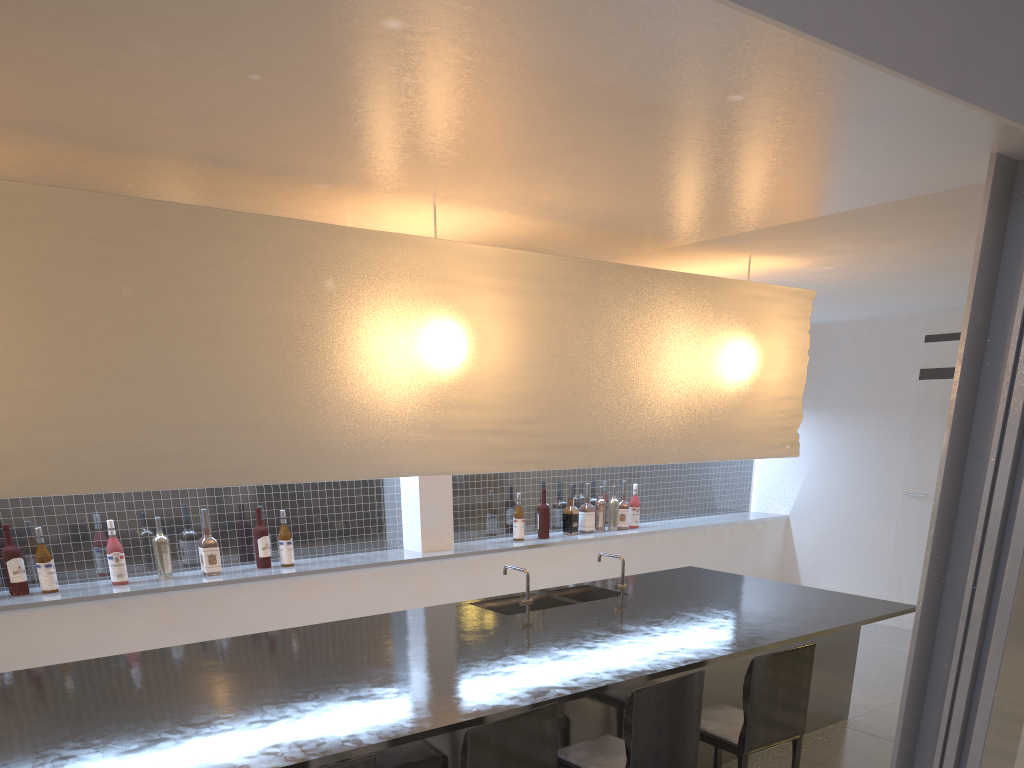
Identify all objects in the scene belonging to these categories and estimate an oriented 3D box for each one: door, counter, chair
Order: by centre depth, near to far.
[{"bbox_3d":[-0.339,0.746,1.257,0.184,0.471,0.227,-12,18,-38],"label":"chair"},{"bbox_3d":[-0.073,0.753,1.455,0.183,0.472,0.228,-14,19,-41],"label":"chair"},{"bbox_3d":[0.211,0.758,1.631,0.184,0.471,0.227,-13,18,-38],"label":"chair"},{"bbox_3d":[0.485,0.764,1.819,0.186,0.471,0.225,-11,17,-34],"label":"chair"},{"bbox_3d":[-0.154,0.792,1.889,2.473,0.403,0.783,1,1,-35],"label":"counter"},{"bbox_3d":[-0.716,0.380,2.147,5.478,1.304,0.439,0,14,-23],"label":"door"},{"bbox_3d":[-0.233,0.815,2.985,3.570,0.477,0.218,1,11,-35],"label":"counter"}]

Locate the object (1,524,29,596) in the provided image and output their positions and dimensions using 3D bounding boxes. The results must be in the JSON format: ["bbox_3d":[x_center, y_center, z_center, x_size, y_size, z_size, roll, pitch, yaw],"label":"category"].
[{"bbox_3d":[-2.165,0.389,1.567,2.106,0.318,0.062,1,13,-35],"label":"object"}]

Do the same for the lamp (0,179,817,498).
[{"bbox_3d":[-0.255,-0.035,1.745,2.264,0.461,0.426,1,6,-35],"label":"lamp"}]

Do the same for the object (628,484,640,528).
[{"bbox_3d":[0.508,0.506,3.408,0.043,0.200,0.040,-8,18,-23],"label":"object"}]

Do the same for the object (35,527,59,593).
[{"bbox_3d":[-2.211,0.385,1.507,2.387,0.323,0.054,1,13,-34],"label":"object"}]

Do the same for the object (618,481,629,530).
[{"bbox_3d":[0.456,0.496,3.372,0.046,0.218,0.042,1,17,5],"label":"object"}]

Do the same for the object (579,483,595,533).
[{"bbox_3d":[0.299,0.494,3.270,0.046,0.218,0.043,-12,20,-33],"label":"object"}]

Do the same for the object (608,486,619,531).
[{"bbox_3d":[0.411,0.504,3.333,0.044,0.201,0.043,-12,20,-35],"label":"object"}]

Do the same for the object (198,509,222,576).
[{"bbox_3d":[-0.896,0.467,2.425,0.046,0.218,0.043,-12,20,-33],"label":"object"}]

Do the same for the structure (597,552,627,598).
[{"bbox_3d":[0.279,0.548,2.365,0.033,0.133,0.107,-13,15,-37],"label":"structure"}]

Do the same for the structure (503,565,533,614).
[{"bbox_3d":[0.007,0.542,2.175,0.033,0.133,0.107,-13,15,-37],"label":"structure"}]

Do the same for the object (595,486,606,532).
[{"bbox_3d":[0.357,0.504,3.313,0.046,0.201,0.041,3,17,9],"label":"object"}]

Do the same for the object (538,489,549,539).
[{"bbox_3d":[0.120,0.494,3.124,0.042,0.208,0.044,16,23,42],"label":"object"}]

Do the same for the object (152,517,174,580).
[{"bbox_3d":[-1.008,0.473,2.368,0.046,0.201,0.041,3,17,10],"label":"object"}]

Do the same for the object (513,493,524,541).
[{"bbox_3d":[0.025,0.499,3.079,0.041,0.195,0.038,7,18,23],"label":"object"}]

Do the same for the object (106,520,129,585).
[{"bbox_3d":[-1.105,0.469,2.291,0.042,0.200,0.040,-12,20,-34],"label":"object"}]

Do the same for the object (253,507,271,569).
[{"bbox_3d":[-0.772,0.475,2.535,0.042,0.208,0.044,16,23,42],"label":"object"}]

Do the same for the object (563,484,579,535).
[{"bbox_3d":[0.231,0.492,3.219,0.045,0.219,0.043,-13,21,-35],"label":"object"}]

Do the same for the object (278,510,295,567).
[{"bbox_3d":[-0.707,0.482,2.564,0.041,0.195,0.038,7,18,23],"label":"object"}]
